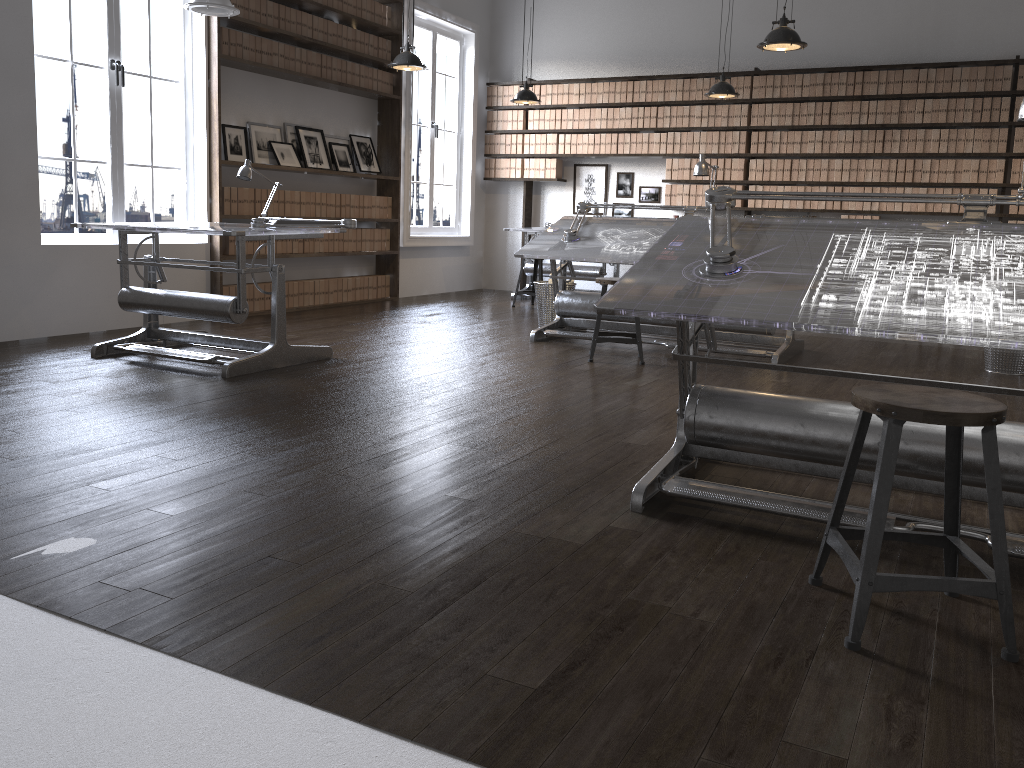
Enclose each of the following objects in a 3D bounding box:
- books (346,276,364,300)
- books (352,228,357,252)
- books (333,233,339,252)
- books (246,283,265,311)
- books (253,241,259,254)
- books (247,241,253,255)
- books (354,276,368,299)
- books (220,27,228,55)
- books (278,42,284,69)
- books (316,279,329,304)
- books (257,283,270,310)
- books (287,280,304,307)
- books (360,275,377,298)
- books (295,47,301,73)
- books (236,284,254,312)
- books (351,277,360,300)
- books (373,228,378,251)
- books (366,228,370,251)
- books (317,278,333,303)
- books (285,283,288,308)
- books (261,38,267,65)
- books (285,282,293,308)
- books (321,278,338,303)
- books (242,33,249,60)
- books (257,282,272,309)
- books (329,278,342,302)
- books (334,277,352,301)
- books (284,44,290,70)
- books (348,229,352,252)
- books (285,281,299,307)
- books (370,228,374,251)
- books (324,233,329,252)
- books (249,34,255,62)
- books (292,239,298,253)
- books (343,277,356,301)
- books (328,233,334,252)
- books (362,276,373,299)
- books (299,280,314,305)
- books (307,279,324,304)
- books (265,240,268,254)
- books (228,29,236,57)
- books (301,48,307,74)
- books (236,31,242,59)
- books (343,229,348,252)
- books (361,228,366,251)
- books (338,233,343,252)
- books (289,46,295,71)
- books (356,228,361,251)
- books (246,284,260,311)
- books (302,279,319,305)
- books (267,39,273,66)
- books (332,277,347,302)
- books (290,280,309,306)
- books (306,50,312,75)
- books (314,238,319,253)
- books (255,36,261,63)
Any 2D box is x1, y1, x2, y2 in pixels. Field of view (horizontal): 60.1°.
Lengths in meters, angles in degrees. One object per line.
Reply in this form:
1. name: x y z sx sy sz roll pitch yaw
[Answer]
1. books: -1.566 -0.955 8.827 0.175 0.224 0.067 7 9 27
2. books: -1.608 -1.411 8.653 0.175 0.224 0.067 7 9 27
3. books: -1.735 -1.369 8.407 0.175 0.224 0.067 7 9 27
4. books: -2.211 -0.748 7.602 0.175 0.224 0.067 7 9 27
5. books: -2.224 -1.212 7.480 0.175 0.224 0.067 7 9 27
6. books: -2.258 -1.202 7.419 0.175 0.224 0.067 7 9 27
7. books: -1.533 -0.966 8.889 0.175 0.224 0.067 7 9 27
8. books: -2.324 -2.688 6.984 0.175 0.224 0.067 7 9 27
9. books: -2.027 -2.781 7.538 0.175 0.224 0.067 7 9 27
10. books: -1.818 -0.874 8.345 0.175 0.224 0.067 7 9 27
11. books: -2.178 -0.758 7.664 0.175 0.224 0.067 7 9 27
12. books: -1.978 -0.820 8.031 0.175 0.224 0.067 7 9 27
13. books: -1.468 -0.987 9.014 0.175 0.224 0.067 7 9 27
14. books: -1.931 -2.813 7.723 0.175 0.224 0.067 7 9 27
15. books: -2.272 -0.728 7.483 0.175 0.224 0.067 7 9 27
16. books: -1.592 -0.945 8.765 0.175 0.224 0.067 7 9 27
17. books: -1.444 -1.461 8.951 0.175 0.224 0.067 7 9 27
18. books: -1.507 -1.442 8.838 0.175 0.224 0.067 7 9 27
19. books: -1.783 -0.883 8.402 0.175 0.224 0.067 7 9 27
20. books: -2.073 -0.790 7.853 0.175 0.224 0.067 7 9 27
21. books: -2.120 -2.751 7.359 0.175 0.224 0.067 7 9 27
22. books: -2.044 -0.802 7.921 0.175 0.224 0.067 7 9 27
23. books: -1.757 -0.894 8.467 0.175 0.224 0.067 7 9 27
24. books: -2.218 -2.720 7.176 0.175 0.224 0.067 7 9 27
25. books: -2.142 -0.768 7.725 0.175 0.224 0.067 7 9 27
26. books: -1.723 -0.905 8.527 0.175 0.224 0.067 7 9 27
27. books: -1.655 -0.926 8.652 0.175 0.224 0.067 7 9 27
28. books: -1.998 -2.792 7.601 0.175 0.224 0.067 7 9 27
29. books: -1.637 -1.400 8.590 0.175 0.224 0.067 7 9 27
30. books: -2.011 -0.811 7.977 0.175 0.224 0.067 7 9 27
31. books: -1.479 -1.452 8.894 0.175 0.224 0.067 7 9 27
32. books: -1.804 -1.348 8.281 0.175 0.224 0.067 7 9 27
33. books: -2.189 -2.731 7.240 0.175 0.224 0.067 7 9 27
34. books: -1.998 -1.283 7.902 0.175 0.224 0.067 7 9 27
35. books: -1.627 -0.935 8.708 0.175 0.224 0.067 7 9 27
36. books: -1.770 -1.358 8.342 0.175 0.224 0.067 7 9 27
37. books: -1.497 -0.976 8.950 0.175 0.224 0.067 7 9 27
38. books: -1.914 -0.842 8.160 0.175 0.224 0.067 7 9 27
39. books: -1.846 -0.864 8.289 0.175 0.224 0.067 7 9 27
40. books: -2.156 -1.233 7.605 0.175 0.224 0.067 7 9 27
41. books: -2.285 -2.698 7.047 0.175 0.224 0.067 7 9 27
42. books: -1.895 -2.823 7.785 0.175 0.224 0.067 7 9 27
43. books: -2.255 -2.710 7.115 0.175 0.224 0.067 7 9 27
44. books: -1.668 -1.389 8.525 0.175 0.224 0.067 7 9 27
45. books: -1.538 -1.431 8.774 0.175 0.224 0.067 7 9 27
46. books: -1.701 -1.378 8.461 0.175 0.224 0.067 7 9 27
47. books: -1.967 -2.803 7.663 0.175 0.224 0.067 7 9 27
48. books: -1.574 -1.421 8.714 0.175 0.224 0.067 7 9 27
49. books: -2.237 -0.737 7.540 0.175 0.224 0.067 7 9 27
50. books: -1.878 -0.853 8.225 0.175 0.224 0.067 7 9 27
51. books: -2.093 -2.762 7.420 0.175 0.224 0.067 7 9 27
52. books: -1.687 -0.915 8.587 0.175 0.224 0.067 7 9 27
53. books: -1.945 -0.831 8.095 0.175 0.224 0.067 7 9 27
54. books: -1.861 -2.834 7.849 0.175 0.224 0.067 7 9 27
55. books: -1.864 -1.326 8.153 0.175 0.224 0.067 7 9 27
56. books: -2.156 -2.742 7.302 0.175 0.224 0.067 7 9 27
